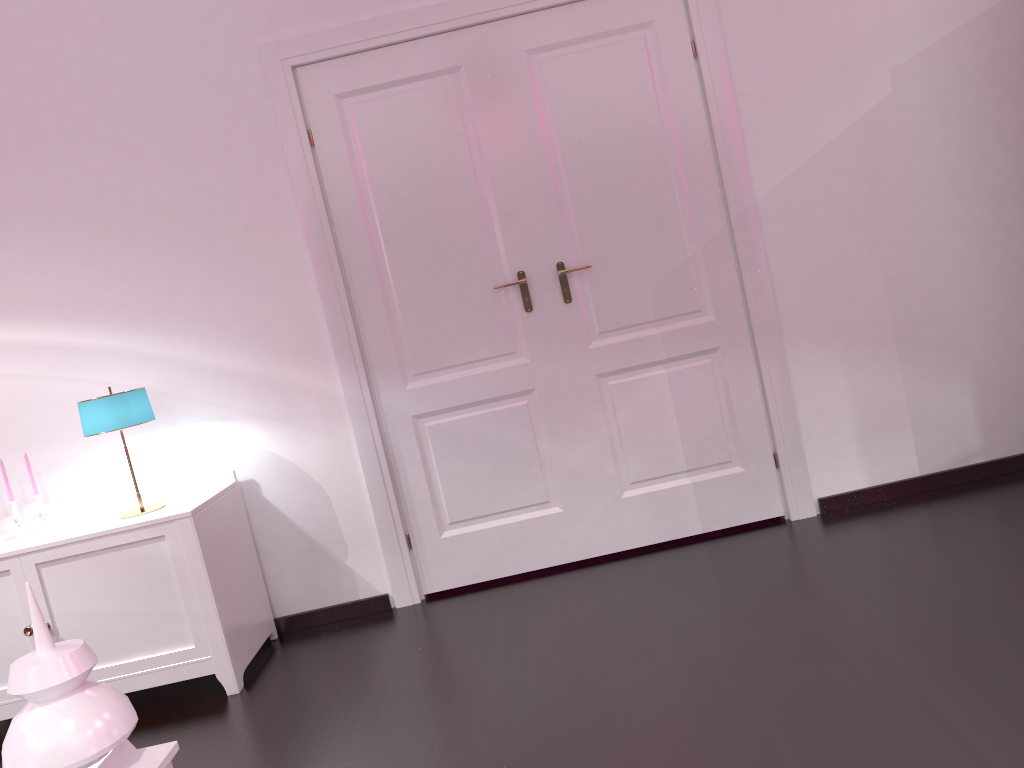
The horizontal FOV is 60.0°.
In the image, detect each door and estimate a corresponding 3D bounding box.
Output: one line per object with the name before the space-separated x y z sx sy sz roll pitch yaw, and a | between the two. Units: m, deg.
door | 0.128 -0.321 3.264 1.405 2.001 0.098 -13 5 1

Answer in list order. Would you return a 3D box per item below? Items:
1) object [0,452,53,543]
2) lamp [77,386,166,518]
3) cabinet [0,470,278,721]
object | -1.762 0.401 3.044 0.285 0.284 0.043 -14 5 -10
lamp | -1.303 0.222 2.996 0.229 0.438 0.229 -7 8 46
cabinet | -1.516 0.745 3.063 1.142 0.734 0.506 -13 5 1
